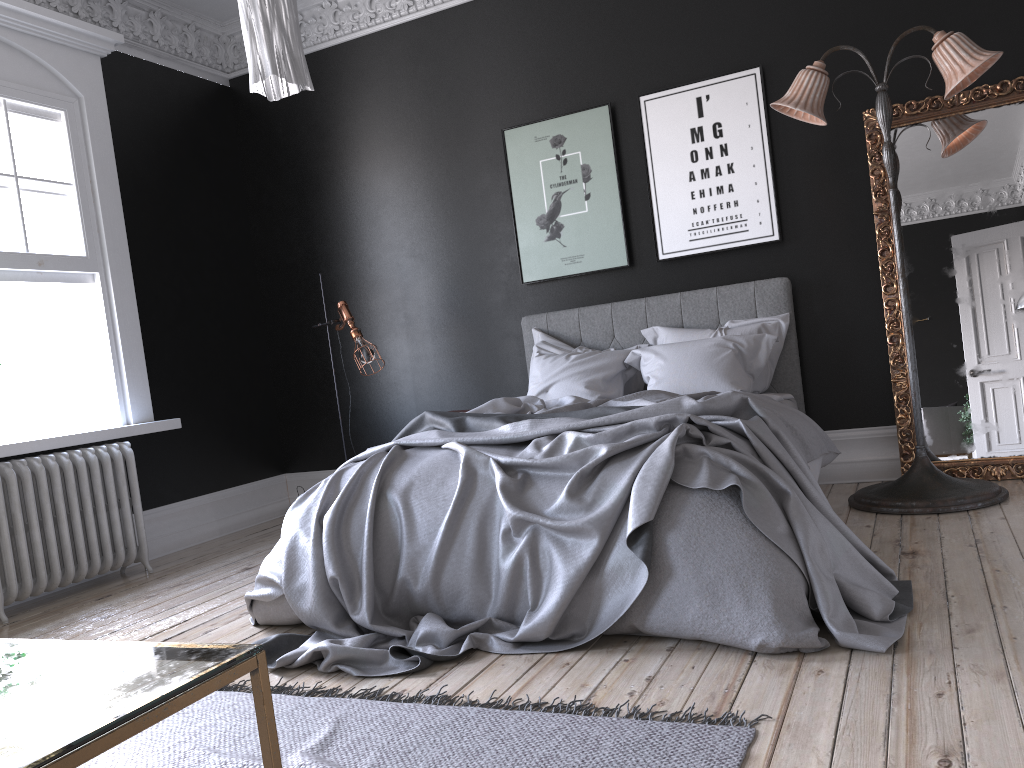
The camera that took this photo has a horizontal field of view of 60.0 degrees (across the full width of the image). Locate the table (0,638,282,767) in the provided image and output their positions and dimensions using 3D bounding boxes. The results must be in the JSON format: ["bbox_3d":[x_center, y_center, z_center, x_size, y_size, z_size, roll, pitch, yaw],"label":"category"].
[{"bbox_3d":[-1.199,0.858,1.180,1.093,0.559,1.446,-7,2,25],"label":"table"}]

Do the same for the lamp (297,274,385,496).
[{"bbox_3d":[-1.342,0.115,6.494,0.436,1.780,1.718,-9,3,-27],"label":"lamp"}]

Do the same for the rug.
[{"bbox_3d":[-1.010,1.102,1.172,2.107,0.050,3.639,-7,2,25],"label":"rug"}]

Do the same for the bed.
[{"bbox_3d":[0.257,0.209,4.469,2.767,1.299,3.279,-7,2,13],"label":"bed"}]

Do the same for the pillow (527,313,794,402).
[{"bbox_3d":[0.743,-0.069,5.444,1.831,0.760,0.679,-7,2,25],"label":"pillow"}]

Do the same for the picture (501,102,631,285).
[{"bbox_3d":[0.354,-1.264,5.981,0.792,1.079,0.014,-6,3,25],"label":"picture"}]

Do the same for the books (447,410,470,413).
[{"bbox_3d":[-0.414,0.213,5.914,0.275,0.045,0.346,-9,2,-35],"label":"books"}]

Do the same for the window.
[{"bbox_3d":[-3.027,-1.166,5.029,0.056,1.018,1.261,-6,2,25],"label":"window"}]

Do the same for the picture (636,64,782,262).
[{"bbox_3d":[1.229,-1.366,5.573,0.792,1.079,0.014,-6,3,25],"label":"picture"}]

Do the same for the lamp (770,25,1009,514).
[{"bbox_3d":[2.029,-0.592,4.619,0.771,2.413,0.987,-9,3,-32],"label":"lamp"}]

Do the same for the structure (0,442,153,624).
[{"bbox_3d":[-2.572,0.813,5.043,0.276,0.849,1.139,-6,2,25],"label":"structure"}]

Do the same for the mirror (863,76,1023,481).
[{"bbox_3d":[2.599,-0.559,4.950,0.992,2.194,0.254,-6,3,25],"label":"mirror"}]

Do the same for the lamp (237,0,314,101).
[{"bbox_3d":[-0.797,-1.841,2.483,0.783,2.050,0.782,-8,3,-22],"label":"lamp"}]

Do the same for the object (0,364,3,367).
[{"bbox_3d":[-2.949,-0.215,4.623,0.473,1.135,0.505,-9,3,-25],"label":"object"}]
